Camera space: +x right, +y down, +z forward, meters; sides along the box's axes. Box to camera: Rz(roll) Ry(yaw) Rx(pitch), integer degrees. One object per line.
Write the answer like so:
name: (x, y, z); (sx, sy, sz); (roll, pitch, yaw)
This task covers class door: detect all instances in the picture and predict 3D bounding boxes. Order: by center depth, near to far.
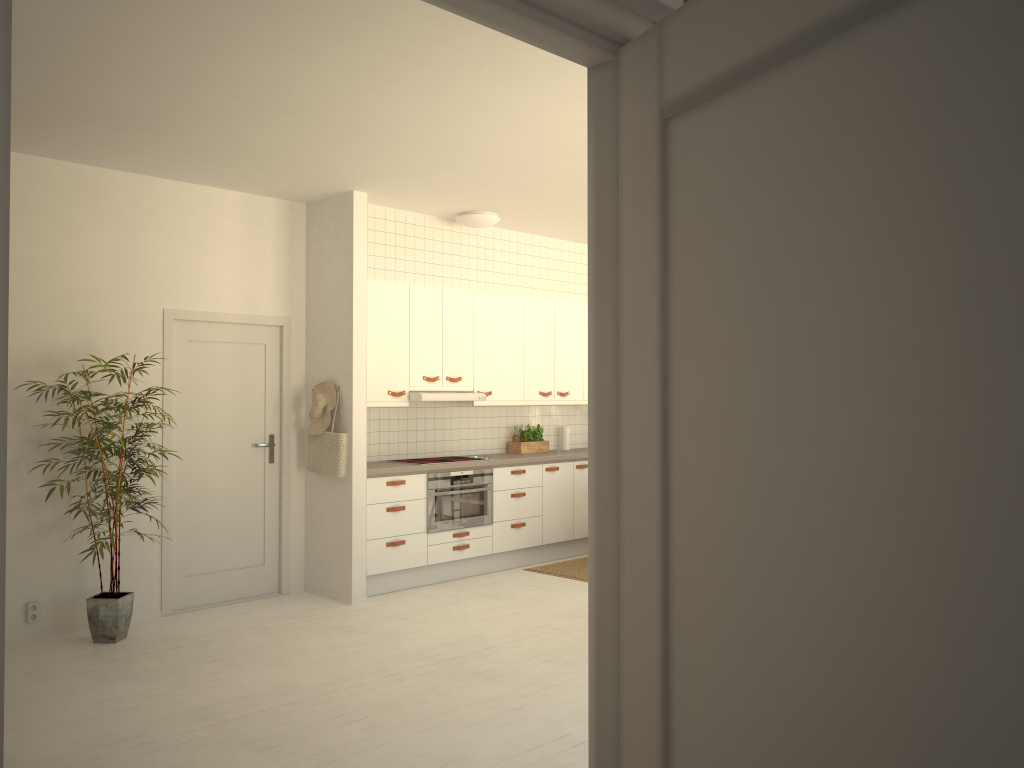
door: (0.138, 0.452, 0.759); (0.882, 2.033, 0.955); (-1, -2, 45)
door: (-2.013, 0.521, 6.236); (0.166, 2.033, 0.955); (-1, -2, 45)

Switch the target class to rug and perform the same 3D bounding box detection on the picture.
rug: (1.062, 1.557, 7.855); (0.750, 0.004, 2.000); (-1, -1, 45)

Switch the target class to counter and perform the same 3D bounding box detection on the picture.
counter: (1.259, 0.703, 7.416); (2.856, 0.163, 4.844); (-1, -1, 45)

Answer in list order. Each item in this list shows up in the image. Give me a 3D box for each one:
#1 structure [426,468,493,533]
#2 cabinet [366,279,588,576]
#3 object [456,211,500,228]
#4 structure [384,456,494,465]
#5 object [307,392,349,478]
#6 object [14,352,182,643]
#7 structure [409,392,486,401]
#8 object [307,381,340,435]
structure: (-0.623, 0.910, 7.193); (0.704, 0.447, 0.682); (-1, -1, 45)
cabinet: (1.258, 0.305, 7.425); (2.853, 2.160, 4.844); (-1, -1, 45)
object: (-0.272, -1.302, 7.076); (0.351, 0.101, 0.351); (0, -1, -3)
structure: (-0.592, 0.625, 7.158); (0.504, 0.057, 0.763); (-1, -1, 45)
object: (-1.320, 0.361, 6.359); (0.439, 0.613, 0.093); (-1, -1, 44)
object: (-2.590, 0.663, 4.753); (0.778, 1.712, 2.088); (-1, -1, 26)
structure: (-0.617, 0.101, 7.209); (0.482, 0.073, 0.681); (-1, -1, 45)
object: (-1.380, 0.173, 6.370); (0.335, 0.385, 0.136); (-1, -1, 45)
